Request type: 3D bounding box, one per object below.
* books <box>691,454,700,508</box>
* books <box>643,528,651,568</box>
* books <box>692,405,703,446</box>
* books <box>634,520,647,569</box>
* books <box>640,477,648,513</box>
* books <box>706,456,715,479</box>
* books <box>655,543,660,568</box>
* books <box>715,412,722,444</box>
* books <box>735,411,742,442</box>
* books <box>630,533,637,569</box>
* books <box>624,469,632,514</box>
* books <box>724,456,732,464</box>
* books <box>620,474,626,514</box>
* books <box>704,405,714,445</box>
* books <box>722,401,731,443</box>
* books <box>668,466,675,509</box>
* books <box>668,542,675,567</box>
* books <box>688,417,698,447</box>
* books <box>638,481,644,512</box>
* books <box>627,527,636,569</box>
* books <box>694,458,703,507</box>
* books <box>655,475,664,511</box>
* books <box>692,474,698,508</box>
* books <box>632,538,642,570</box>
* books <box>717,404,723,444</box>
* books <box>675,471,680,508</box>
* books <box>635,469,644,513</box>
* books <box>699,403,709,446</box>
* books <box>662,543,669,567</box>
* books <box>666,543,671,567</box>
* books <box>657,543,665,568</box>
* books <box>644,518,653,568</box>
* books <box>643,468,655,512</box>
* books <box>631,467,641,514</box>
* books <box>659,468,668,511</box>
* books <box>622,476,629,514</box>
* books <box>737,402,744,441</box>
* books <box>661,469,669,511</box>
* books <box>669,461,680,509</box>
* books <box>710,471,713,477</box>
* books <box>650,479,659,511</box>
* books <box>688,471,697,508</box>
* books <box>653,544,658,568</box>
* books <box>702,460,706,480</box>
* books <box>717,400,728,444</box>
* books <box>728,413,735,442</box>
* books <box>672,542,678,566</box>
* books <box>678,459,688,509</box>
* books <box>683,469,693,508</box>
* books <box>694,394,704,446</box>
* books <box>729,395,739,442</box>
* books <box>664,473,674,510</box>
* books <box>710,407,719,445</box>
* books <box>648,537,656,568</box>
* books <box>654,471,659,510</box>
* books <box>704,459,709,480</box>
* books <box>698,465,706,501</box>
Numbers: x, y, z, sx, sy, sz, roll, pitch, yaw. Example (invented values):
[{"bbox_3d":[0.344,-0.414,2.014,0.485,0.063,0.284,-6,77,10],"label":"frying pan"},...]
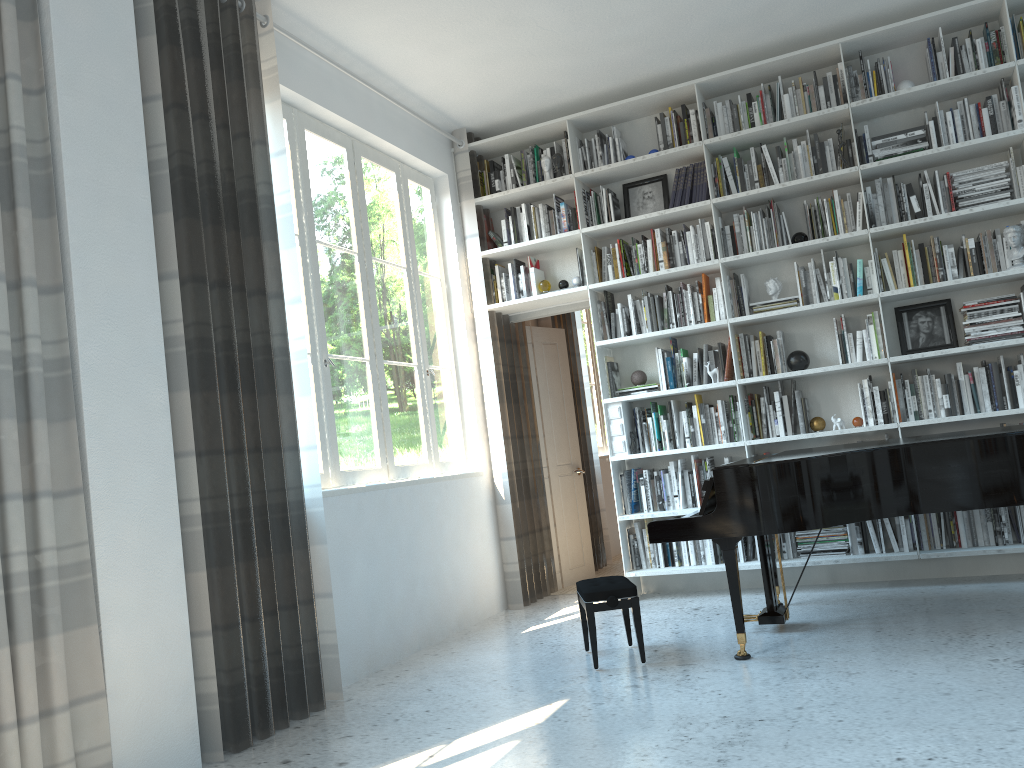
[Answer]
[{"bbox_3d":[1.164,0.603,5.538,0.014,0.325,0.170,-9,-5,23],"label":"books"},{"bbox_3d":[0.881,1.043,5.671,0.024,0.246,0.143,-9,-5,23],"label":"books"},{"bbox_3d":[1.176,0.262,5.553,0.026,0.254,0.176,-9,-5,23],"label":"books"},{"bbox_3d":[0.844,1.024,5.680,0.045,0.293,0.181,-9,-5,23],"label":"books"},{"bbox_3d":[0.866,0.703,5.667,0.022,0.220,0.187,-9,-5,23],"label":"books"},{"bbox_3d":[1.251,0.602,5.513,0.013,0.300,0.172,-9,-5,23],"label":"books"},{"bbox_3d":[0.938,1.024,5.625,0.013,0.261,0.174,-9,-5,23],"label":"books"},{"bbox_3d":[1.297,0.274,5.513,0.023,0.194,0.140,-9,-5,23],"label":"books"},{"bbox_3d":[1.413,0.260,5.473,0.023,0.186,0.130,-9,-5,23],"label":"books"},{"bbox_3d":[0.803,1.071,5.710,0.023,0.216,0.158,-9,-5,23],"label":"books"},{"bbox_3d":[0.766,0.690,5.703,0.011,0.276,0.189,-9,-5,23],"label":"books"},{"bbox_3d":[1.354,0.594,5.481,0.025,0.287,0.130,-9,-5,23],"label":"books"},{"bbox_3d":[0.743,0.709,5.745,0.012,0.254,0.161,-9,-5,23],"label":"books"},{"bbox_3d":[1.241,0.254,5.519,0.028,0.249,0.159,-9,-5,23],"label":"books"},{"bbox_3d":[1.337,0.234,5.493,0.013,0.260,0.142,-9,-5,23],"label":"books"},{"bbox_3d":[1.031,0.653,5.626,0.013,0.273,0.146,-9,-5,23],"label":"books"},{"bbox_3d":[1.023,1.032,5.604,0.022,0.221,0.163,-9,-5,23],"label":"books"},{"bbox_3d":[1.151,0.301,5.552,0.029,0.181,0.190,-9,-5,23],"label":"books"},{"bbox_3d":[0.855,0.719,5.695,0.024,0.197,0.148,-9,-5,23],"label":"books"},{"bbox_3d":[0.785,1.055,5.718,0.012,0.254,0.161,-9,-5,23],"label":"books"},{"bbox_3d":[1.180,0.616,5.539,0.012,0.295,0.176,-9,-5,23],"label":"books"},{"bbox_3d":[0.957,0.687,5.625,0.028,0.223,0.189,-9,-5,23],"label":"books"},{"bbox_3d":[1.167,0.663,5.558,0.013,0.209,0.154,-9,-5,23],"label":"books"},{"bbox_3d":[0.818,1.079,5.674,0.029,0.190,0.176,-9,-5,23],"label":"books"},{"bbox_3d":[1.308,0.246,5.504,0.010,0.246,0.160,-9,-5,23],"label":"books"},{"bbox_3d":[1.067,0.668,5.605,0.012,0.232,0.148,-9,-5,23],"label":"books"},{"bbox_3d":[0.835,0.684,5.704,0.010,0.273,0.150,-9,-5,23],"label":"books"},{"bbox_3d":[1.213,0.252,5.526,0.028,0.260,0.181,-9,-5,23],"label":"books"},{"bbox_3d":[0.987,1.046,5.626,0.022,0.205,0.158,-9,-5,23],"label":"books"},{"bbox_3d":[1.006,1.020,5.623,0.022,0.252,0.139,-9,-5,23],"label":"books"},{"bbox_3d":[0.957,1.019,5.623,0.023,0.265,0.177,-9,-5,23],"label":"books"},{"bbox_3d":[0.892,1.004,5.665,0.011,0.318,0.157,-9,-5,23],"label":"books"},{"bbox_3d":[0.890,0.677,5.664,0.029,0.266,0.171,-9,-5,23],"label":"books"},{"bbox_3d":[0.798,0.683,5.699,0.052,0.283,0.172,-9,-5,23],"label":"books"},{"bbox_3d":[0.975,0.668,5.621,0.013,0.256,0.189,-9,-5,23],"label":"books"},{"bbox_3d":[0.757,0.713,5.724,0.029,0.239,0.154,-9,-5,23],"label":"books"},{"bbox_3d":[1.415,0.230,5.445,0.010,0.240,0.174,-9,-5,23],"label":"books"},{"bbox_3d":[0.983,0.668,5.611,0.010,0.252,0.178,-9,-5,23],"label":"books"},{"bbox_3d":[1.044,0.637,5.613,0.027,0.299,0.142,-9,-5,23],"label":"books"},{"bbox_3d":[1.290,0.639,5.497,0.059,0.216,0.177,-9,-5,23],"label":"books"},{"bbox_3d":[0.927,0.707,5.670,0.025,0.199,0.137,-9,-5,23],"label":"books"},{"bbox_3d":[1.147,0.658,5.567,0.028,0.224,0.134,-9,-5,23],"label":"books"},{"bbox_3d":[0.934,1.064,5.646,0.022,0.186,0.145,-9,-5,23],"label":"books"},{"bbox_3d":[1.227,0.617,5.542,0.013,0.284,0.139,-9,-5,23],"label":"books"},{"bbox_3d":[1.314,0.233,5.483,0.021,0.265,0.185,-9,-5,23],"label":"books"},{"bbox_3d":[1.366,0.269,5.479,0.041,0.181,0.141,-9,-5,23],"label":"books"},{"bbox_3d":[1.046,1.011,5.601,0.027,0.256,0.160,-9,-5,23],"label":"books"},{"bbox_3d":[1.077,0.626,5.579,0.039,0.307,0.172,-9,-5,23],"label":"books"},{"bbox_3d":[1.121,0.656,5.583,0.031,0.238,0.132,-9,-5,23],"label":"books"},{"bbox_3d":[1.190,0.225,5.546,0.021,0.322,0.172,-9,-5,23],"label":"books"},{"bbox_3d":[1.377,0.213,5.455,0.014,0.286,0.179,-9,-5,23],"label":"books"},{"bbox_3d":[1.007,0.677,5.615,0.028,0.229,0.157,-9,-5,23],"label":"books"},{"bbox_3d":[1.272,0.260,5.521,0.025,0.229,0.153,-9,-5,23],"label":"books"},{"bbox_3d":[0.910,1.047,5.649,0.022,0.226,0.154,-9,-5,23],"label":"books"},{"bbox_3d":[0.947,0.680,5.667,0.022,0.248,0.133,-9,-5,23],"label":"books"},{"bbox_3d":[1.238,0.610,5.524,0.022,0.290,0.137,-9,-5,23],"label":"books"},{"bbox_3d":[1.208,0.634,5.546,0.029,0.254,0.153,-9,-5,23],"label":"books"}]
